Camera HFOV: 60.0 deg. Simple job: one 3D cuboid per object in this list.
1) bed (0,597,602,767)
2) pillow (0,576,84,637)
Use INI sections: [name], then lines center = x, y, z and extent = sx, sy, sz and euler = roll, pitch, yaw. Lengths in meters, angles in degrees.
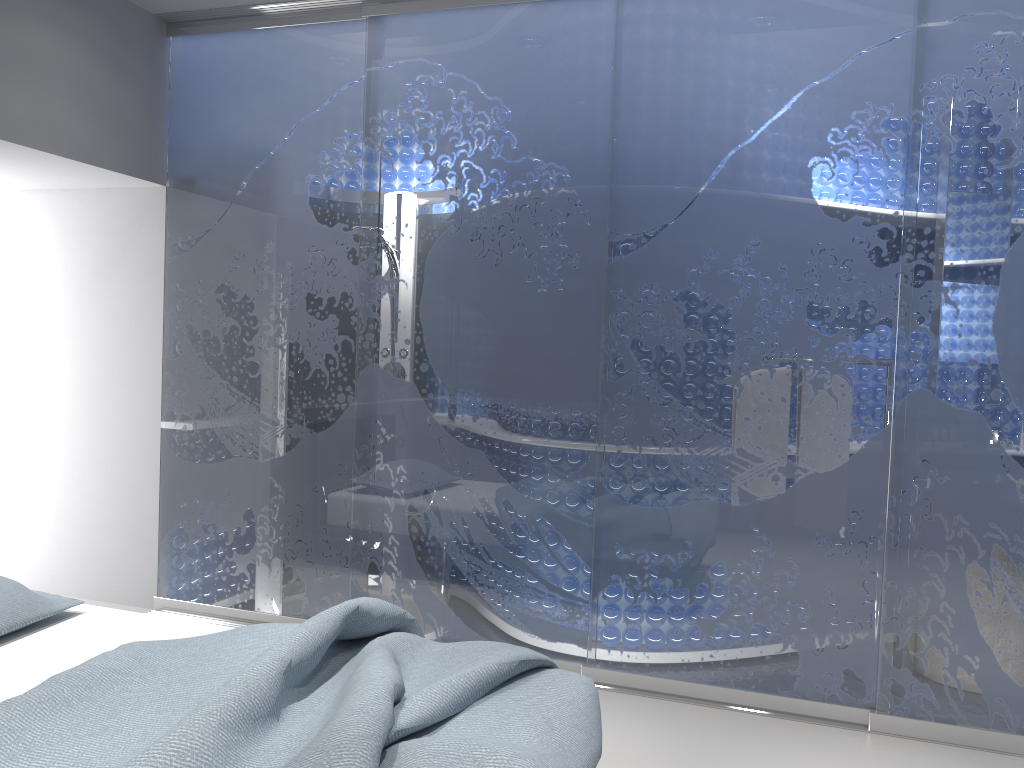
[bed]
center = -0.971, 0.734, 2.206
extent = 2.319, 0.752, 1.411
euler = 3, 2, 18
[pillow]
center = -1.628, 0.642, 2.492
extent = 0.417, 0.173, 0.746
euler = 3, 2, 13
